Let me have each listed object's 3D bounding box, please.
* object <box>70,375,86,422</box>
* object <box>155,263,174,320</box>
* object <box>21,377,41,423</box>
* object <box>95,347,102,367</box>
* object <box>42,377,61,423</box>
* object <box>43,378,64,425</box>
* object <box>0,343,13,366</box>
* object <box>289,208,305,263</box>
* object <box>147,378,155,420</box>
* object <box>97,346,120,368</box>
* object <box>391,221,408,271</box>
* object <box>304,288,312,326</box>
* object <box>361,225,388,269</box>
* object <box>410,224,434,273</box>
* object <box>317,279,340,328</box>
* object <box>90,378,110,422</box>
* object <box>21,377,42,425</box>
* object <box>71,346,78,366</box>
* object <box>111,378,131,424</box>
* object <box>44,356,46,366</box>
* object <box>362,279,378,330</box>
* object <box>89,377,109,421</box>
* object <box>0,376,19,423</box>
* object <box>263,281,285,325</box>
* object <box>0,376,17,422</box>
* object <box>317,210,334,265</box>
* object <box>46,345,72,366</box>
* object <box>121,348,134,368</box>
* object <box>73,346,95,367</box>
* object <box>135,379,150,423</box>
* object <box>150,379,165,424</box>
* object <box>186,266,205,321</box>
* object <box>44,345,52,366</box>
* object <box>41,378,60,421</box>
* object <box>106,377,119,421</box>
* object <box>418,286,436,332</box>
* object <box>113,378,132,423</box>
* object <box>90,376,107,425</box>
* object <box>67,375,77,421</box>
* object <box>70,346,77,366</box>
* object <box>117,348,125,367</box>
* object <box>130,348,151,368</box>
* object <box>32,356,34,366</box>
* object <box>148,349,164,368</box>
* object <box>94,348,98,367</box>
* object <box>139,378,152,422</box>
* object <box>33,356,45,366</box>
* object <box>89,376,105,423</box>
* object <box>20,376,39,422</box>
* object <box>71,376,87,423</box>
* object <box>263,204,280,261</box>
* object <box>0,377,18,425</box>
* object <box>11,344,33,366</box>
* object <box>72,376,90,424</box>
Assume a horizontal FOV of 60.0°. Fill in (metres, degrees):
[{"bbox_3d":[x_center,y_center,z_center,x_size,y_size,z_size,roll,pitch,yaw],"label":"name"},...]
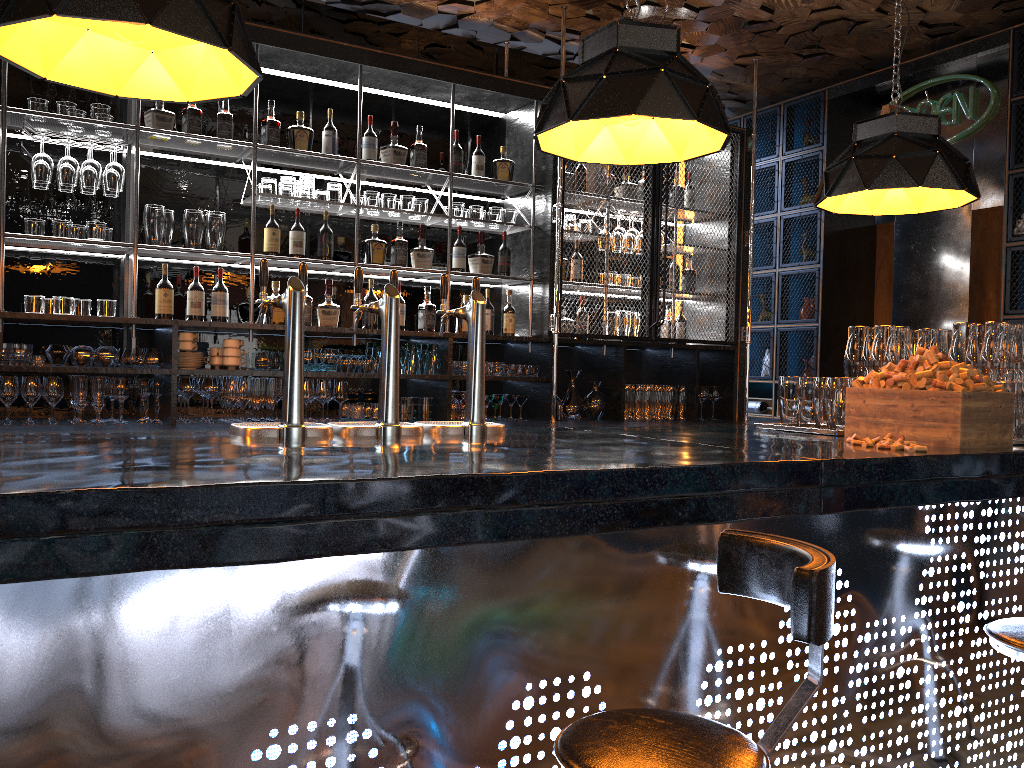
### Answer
[{"bbox_3d":[-2.125,0.071,4.350,0.071,0.226,0.071,2,1,32],"label":"object"},{"bbox_3d":[-1.780,-0.467,4.544,0.086,0.299,0.086,2,1,19],"label":"object"},{"bbox_3d":[-2.266,0.075,4.179,0.084,0.216,0.084,1,1,-37],"label":"object"},{"bbox_3d":[-1.982,-0.132,4.320,0.093,0.099,0.093,2,1,32],"label":"object"},{"bbox_3d":[-2.195,0.076,4.228,0.084,0.216,0.084,2,1,12],"label":"object"},{"bbox_3d":[-2.124,0.080,4.110,0.084,0.216,0.084,2,1,13],"label":"object"},{"bbox_3d":[-2.310,-0.134,4.000,0.100,0.100,0.089,1,1,-25],"label":"object"},{"bbox_3d":[-1.188,-0.822,4.903,0.086,0.298,0.086,2,1,19],"label":"object"},{"bbox_3d":[-1.868,0.079,4.535,0.071,0.217,0.071,1,1,-22],"label":"object"},{"bbox_3d":[-1.927,-0.129,4.232,0.093,0.099,0.093,1,1,-11],"label":"object"},{"bbox_3d":[-0.657,-0.804,5.173,0.083,0.282,0.083,1,1,-30],"label":"object"},{"bbox_3d":[-1.152,-0.449,4.899,0.083,0.282,0.083,1,1,-30],"label":"object"},{"bbox_3d":[-0.791,-0.788,5.095,0.151,0.248,0.094,1,1,-41],"label":"object"},{"bbox_3d":[-0.530,-0.799,5.230,0.123,0.279,0.123,1,1,-16],"label":"object"},{"bbox_3d":[-1.026,-0.444,4.956,0.123,0.279,0.123,1,1,-16],"label":"object"},{"bbox_3d":[-2.023,0.078,4.349,0.092,0.218,0.092,2,1,21],"label":"object"},{"bbox_3d":[-2.203,0.079,4.064,0.084,0.216,0.084,1,1,-15],"label":"object"},{"bbox_3d":[-2.091,-0.134,4.316,0.093,0.099,0.093,1,1,-42],"label":"object"},{"bbox_3d":[-1.885,0.083,4.274,0.092,0.218,0.092,2,1,21],"label":"object"},{"bbox_3d":[-2.235,-0.110,4.197,0.049,0.048,0.044,1,1,-42],"label":"object"},{"bbox_3d":[-0.808,-0.451,5.067,0.086,0.297,0.086,2,1,4],"label":"object"},{"bbox_3d":[-2.071,0.075,4.445,0.092,0.218,0.092,2,1,21],"label":"object"},{"bbox_3d":[-2.347,0.074,4.137,0.084,0.216,0.084,1,1,-18],"label":"object"},{"bbox_3d":[-1.286,-0.433,4.821,0.151,0.248,0.094,1,1,-41],"label":"object"},{"bbox_3d":[-2.418,0.070,4.253,0.084,0.216,0.084,2,1,9],"label":"object"},{"bbox_3d":[-1.042,-0.819,4.954,0.086,0.297,0.086,2,1,19],"label":"object"},{"bbox_3d":[-2.132,-0.133,4.172,0.109,0.100,0.109,2,1,43],"label":"object"},{"bbox_3d":[-1.874,-0.128,4.371,0.095,0.096,0.095,1,1,-29],"label":"object"},{"bbox_3d":[-2.037,-0.132,4.222,0.093,0.099,0.093,1,1,-13],"label":"object"},{"bbox_3d":[-1.823,0.083,4.373,0.071,0.217,0.071,1,1,-22],"label":"object"},{"bbox_3d":[-1.749,0.085,4.371,0.071,0.217,0.071,1,1,-22],"label":"object"},{"bbox_3d":[-1.656,-0.467,4.644,0.086,0.298,0.086,2,1,19],"label":"object"},{"bbox_3d":[-2.211,-0.138,4.309,0.109,0.100,0.109,2,1,43],"label":"object"},{"bbox_3d":[-2.259,0.073,4.345,0.084,0.216,0.084,1,1,-7],"label":"object"},{"bbox_3d":[-2.017,0.076,4.477,0.092,0.218,0.092,2,1,21],"label":"object"},{"bbox_3d":[-0.506,-0.438,5.271,0.083,0.282,0.083,1,1,-45],"label":"object"},{"bbox_3d":[-1.925,0.080,4.376,0.092,0.218,0.092,2,1,21],"label":"object"},{"bbox_3d":[-1.955,0.078,4.197,0.071,0.226,0.071,2,1,32],"label":"object"},{"bbox_3d":[-2.173,0.069,4.413,0.071,0.226,0.071,2,1,32],"label":"object"},{"bbox_3d":[-2.145,-0.137,4.406,0.093,0.099,0.093,1,1,-28],"label":"object"},{"bbox_3d":[-1.966,-0.133,4.510,0.095,0.096,0.095,1,1,-13],"label":"object"},{"bbox_3d":[-1.799,-0.125,4.294,0.095,0.096,0.095,2,1,34],"label":"object"},{"bbox_3d":[-2.217,-0.108,4.150,0.044,0.048,0.049,2,1,2],"label":"object"},{"bbox_3d":[-1.773,-0.126,4.391,0.095,0.096,0.095,1,1,-6],"label":"object"},{"bbox_3d":[-2.028,-0.134,4.411,0.093,0.099,0.093,1,1,-43],"label":"object"},{"bbox_3d":[-1.839,0.081,4.460,0.071,0.217,0.071,1,1,-22],"label":"object"},{"bbox_3d":[-2.187,-0.107,4.101,0.049,0.048,0.044,2,1,13],"label":"object"},{"bbox_3d":[-1.996,0.076,4.267,0.071,0.226,0.071,2,1,32],"label":"object"},{"bbox_3d":[-2.335,0.072,4.294,0.084,0.216,0.084,1,1,-31],"label":"object"},{"bbox_3d":[-2.082,0.074,4.268,0.071,0.226,0.071,2,1,32],"label":"object"},{"bbox_3d":[-1.301,-0.822,4.808,0.086,0.299,0.086,2,1,19],"label":"object"},{"bbox_3d":[-2.285,0.077,4.018,0.084,0.216,0.084,1,1,-42],"label":"object"},{"bbox_3d":[-2.267,-0.135,4.089,0.089,0.100,0.100,2,1,6],"label":"object"},{"bbox_3d":[-2.039,0.076,4.195,0.071,0.226,0.071,2,1,32],"label":"object"}]
